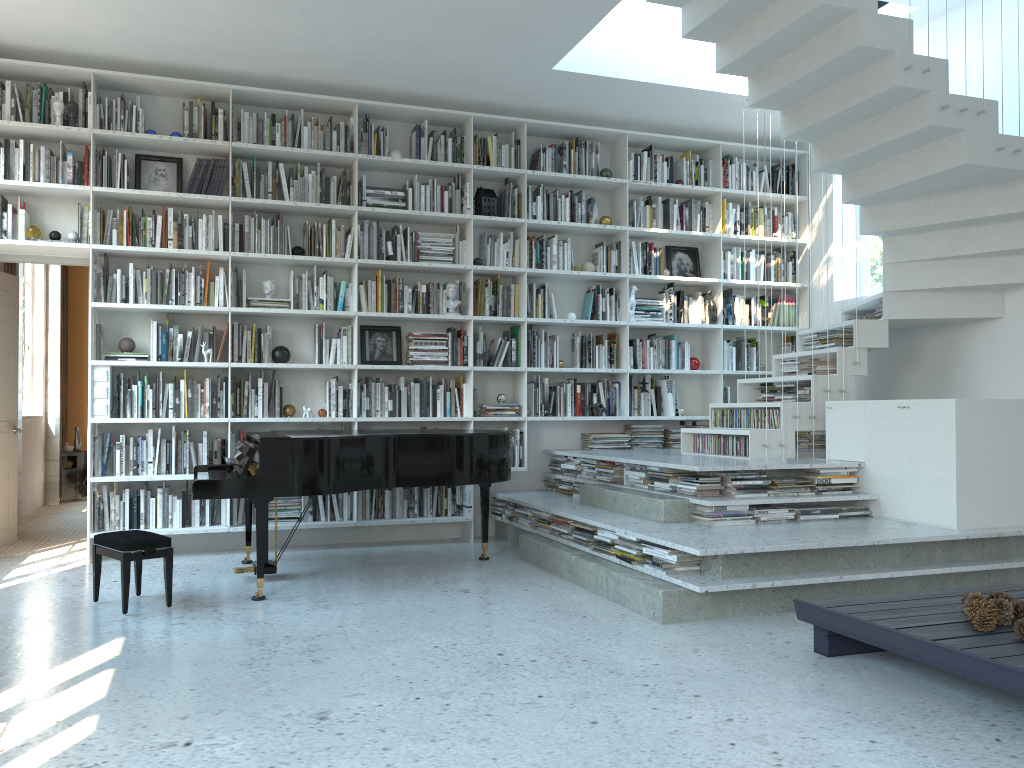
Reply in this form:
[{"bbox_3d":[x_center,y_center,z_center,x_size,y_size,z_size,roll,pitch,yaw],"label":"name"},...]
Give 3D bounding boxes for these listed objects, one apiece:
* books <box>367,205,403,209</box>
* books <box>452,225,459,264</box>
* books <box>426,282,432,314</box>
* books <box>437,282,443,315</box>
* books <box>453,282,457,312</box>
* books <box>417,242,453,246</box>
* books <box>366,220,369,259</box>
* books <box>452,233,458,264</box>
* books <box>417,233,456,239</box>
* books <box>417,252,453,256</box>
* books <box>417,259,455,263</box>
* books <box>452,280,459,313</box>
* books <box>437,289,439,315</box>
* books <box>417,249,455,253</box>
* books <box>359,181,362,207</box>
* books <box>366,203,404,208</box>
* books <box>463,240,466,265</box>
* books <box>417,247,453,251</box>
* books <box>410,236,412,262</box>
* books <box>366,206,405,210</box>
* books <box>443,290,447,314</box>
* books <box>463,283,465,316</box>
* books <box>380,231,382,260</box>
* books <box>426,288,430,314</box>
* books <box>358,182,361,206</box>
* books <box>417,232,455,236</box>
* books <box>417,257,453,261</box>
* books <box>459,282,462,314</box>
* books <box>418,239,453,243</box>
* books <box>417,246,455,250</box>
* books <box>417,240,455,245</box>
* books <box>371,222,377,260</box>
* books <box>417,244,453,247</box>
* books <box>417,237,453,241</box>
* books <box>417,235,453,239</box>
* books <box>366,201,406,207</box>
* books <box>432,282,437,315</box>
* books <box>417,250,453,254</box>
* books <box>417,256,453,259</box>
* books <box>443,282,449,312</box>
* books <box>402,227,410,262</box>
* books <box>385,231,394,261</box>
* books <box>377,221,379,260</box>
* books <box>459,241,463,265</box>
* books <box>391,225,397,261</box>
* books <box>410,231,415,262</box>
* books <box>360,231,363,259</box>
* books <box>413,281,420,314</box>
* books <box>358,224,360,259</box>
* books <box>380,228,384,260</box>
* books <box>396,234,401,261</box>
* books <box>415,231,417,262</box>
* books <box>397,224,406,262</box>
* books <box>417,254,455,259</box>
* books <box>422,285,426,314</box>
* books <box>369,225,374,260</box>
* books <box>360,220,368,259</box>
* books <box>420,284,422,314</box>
[{"bbox_3d":[-0.931,-1.270,6.438,0.254,0.012,0.161,0,-2,-14],"label":"books"},{"bbox_3d":[-0.422,-1.015,6.621,0.012,0.319,0.140,0,-1,-19],"label":"books"},{"bbox_3d":[-0.617,-0.613,6.516,0.012,0.245,0.186,0,-1,-19],"label":"books"},{"bbox_3d":[-0.542,-0.618,6.571,0.024,0.259,0.126,0,-1,-19],"label":"books"},{"bbox_3d":[-0.442,-0.618,6.603,0.025,0.259,0.130,0,-1,-19],"label":"books"},{"bbox_3d":[-0.581,-1.022,6.564,0.254,0.012,0.161,0,-2,-17],"label":"books"},{"bbox_3d":[-1.054,-1.018,6.408,0.014,0.313,0.133,0,-1,-19],"label":"books"},{"bbox_3d":[-0.429,-0.983,6.602,0.012,0.254,0.161,0,-1,-19],"label":"books"},{"bbox_3d":[-0.579,-1.084,6.558,0.285,0.012,0.159,1,-2,-24],"label":"books"},{"bbox_3d":[-0.581,-0.949,6.562,0.254,0.012,0.161,0,-2,-17],"label":"books"},{"bbox_3d":[-0.581,-0.900,6.564,0.285,0.012,0.159,0,-2,-18],"label":"books"},{"bbox_3d":[-0.422,-0.627,6.622,0.025,0.279,0.108,0,-1,-19],"label":"books"},{"bbox_3d":[-0.566,-0.592,6.569,0.022,0.206,0.114,0,-1,-19],"label":"books"},{"bbox_3d":[-0.582,-0.973,6.565,0.285,0.012,0.159,0,-2,-18],"label":"books"},{"bbox_3d":[-1.100,-1.338,6.384,0.013,0.218,0.141,0,-1,-19],"label":"books"},{"bbox_3d":[-0.932,-1.282,6.443,0.254,0.012,0.161,1,-2,-22],"label":"books"},{"bbox_3d":[-0.375,-0.958,6.640,0.030,0.205,0.158,0,-1,-19],"label":"books"},{"bbox_3d":[-0.582,-0.985,6.565,0.254,0.012,0.161,0,-2,-18],"label":"books"},{"bbox_3d":[-0.760,-0.967,6.499,0.024,0.216,0.132,0,-1,-19],"label":"books"},{"bbox_3d":[-0.932,-1.258,6.442,0.285,0.012,0.159,0,-2,-16],"label":"books"},{"bbox_3d":[-0.514,-0.589,6.578,0.035,0.201,0.149,0,-1,-19],"label":"books"},{"bbox_3d":[-0.374,-0.619,6.642,0.023,0.264,0.107,0,-1,-19],"label":"books"},{"bbox_3d":[-0.965,-0.978,6.425,0.014,0.233,0.147,0,-1,-19],"label":"books"},{"bbox_3d":[-0.640,-0.590,6.518,0.029,0.200,0.178,0,-1,-19],"label":"books"},{"bbox_3d":[-1.114,-1.330,6.365,0.027,0.201,0.167,0,-1,-19],"label":"books"},{"bbox_3d":[-0.582,-1.096,6.565,0.285,0.012,0.159,0,-2,-17],"label":"books"},{"bbox_3d":[-0.582,-0.912,6.566,0.254,0.012,0.161,1,-2,-19],"label":"books"},{"bbox_3d":[-0.398,-0.621,6.613,0.014,0.266,0.154,0,-1,-19],"label":"books"},{"bbox_3d":[-0.579,-1.046,6.558,0.254,0.012,0.161,0,-2,-14],"label":"books"},{"bbox_3d":[-0.580,-0.997,6.561,0.285,0.012,0.159,0,-2,-16],"label":"books"},{"bbox_3d":[-0.582,-1.034,6.566,0.285,0.012,0.159,1,-2,-20],"label":"books"},{"bbox_3d":[-1.007,-1.009,6.416,0.029,0.295,0.151,0,-1,-19],"label":"books"},{"bbox_3d":[-0.580,-1.009,6.561,0.254,0.012,0.161,1,-2,-22],"label":"books"},{"bbox_3d":[-0.581,-1.060,6.564,0.254,0.012,0.161,0,-2,-17],"label":"books"},{"bbox_3d":[-0.583,-1.072,6.569,0.254,0.012,0.161,1,-2,-19],"label":"books"},{"bbox_3d":[-0.932,-1.294,6.443,0.285,0.012,0.159,1,-2,-22],"label":"books"},{"bbox_3d":[-0.582,-0.619,6.547,0.025,0.258,0.150,0,-1,-19],"label":"books"},{"bbox_3d":[-0.581,-0.961,6.563,0.254,0.012,0.161,1,-2,-21],"label":"books"},{"bbox_3d":[-0.582,-0.925,6.564,0.254,0.012,0.161,1,-2,-20],"label":"books"},{"bbox_3d":[-0.494,-0.620,6.595,0.014,0.263,0.135,0,-1,-19],"label":"books"},{"bbox_3d":[-0.776,-0.994,6.477,0.021,0.269,0.191,0,-1,-19],"label":"books"},{"bbox_3d":[-0.900,-0.979,6.438,0.066,0.236,0.153,0,-1,-19],"label":"books"},{"bbox_3d":[-0.986,-1.011,6.415,0.011,0.300,0.179,0,-1,-19],"label":"books"},{"bbox_3d":[-0.402,-0.955,6.624,0.029,0.198,0.172,0,-1,-19],"label":"books"},{"bbox_3d":[-0.863,-1.003,6.466,0.022,0.285,0.130,0,-1,-19],"label":"books"},{"bbox_3d":[-0.738,-0.982,6.497,0.015,0.245,0.183,0,-1,-19],"label":"books"},{"bbox_3d":[-1.097,-0.976,6.391,0.027,0.228,0.147,0,-1,-19],"label":"books"},{"bbox_3d":[-0.701,-0.620,6.511,0.014,0.258,0.161,0,-1,-19],"label":"books"},{"bbox_3d":[-1.117,-0.996,6.368,0.026,0.267,0.170,0,-1,-19],"label":"books"},{"bbox_3d":[-0.951,-0.986,6.426,0.014,0.250,0.172,0,-1,-19],"label":"books"},{"bbox_3d":[-0.839,-0.968,6.466,0.024,0.216,0.148,0,-1,-19],"label":"books"},{"bbox_3d":[-0.721,-0.983,6.490,0.013,0.247,0.176,0,-1,-19],"label":"books"},{"bbox_3d":[-0.814,-1.005,6.479,0.049,0.291,0.162,0,-1,-19],"label":"books"},{"bbox_3d":[-0.580,-0.937,6.560,0.285,0.012,0.159,1,-2,-22],"label":"books"},{"bbox_3d":[-0.667,-0.603,6.507,0.029,0.224,0.185,0,-1,-19],"label":"books"},{"bbox_3d":[-1.027,-0.995,6.390,0.025,0.266,0.185,0,-1,-19],"label":"books"},{"bbox_3d":[-1.066,-1.011,6.384,0.026,0.297,0.179,0,-1,-19],"label":"books"},{"bbox_3d":[-0.688,-0.607,6.511,0.010,0.234,0.175,0,-1,-19],"label":"books"}]
